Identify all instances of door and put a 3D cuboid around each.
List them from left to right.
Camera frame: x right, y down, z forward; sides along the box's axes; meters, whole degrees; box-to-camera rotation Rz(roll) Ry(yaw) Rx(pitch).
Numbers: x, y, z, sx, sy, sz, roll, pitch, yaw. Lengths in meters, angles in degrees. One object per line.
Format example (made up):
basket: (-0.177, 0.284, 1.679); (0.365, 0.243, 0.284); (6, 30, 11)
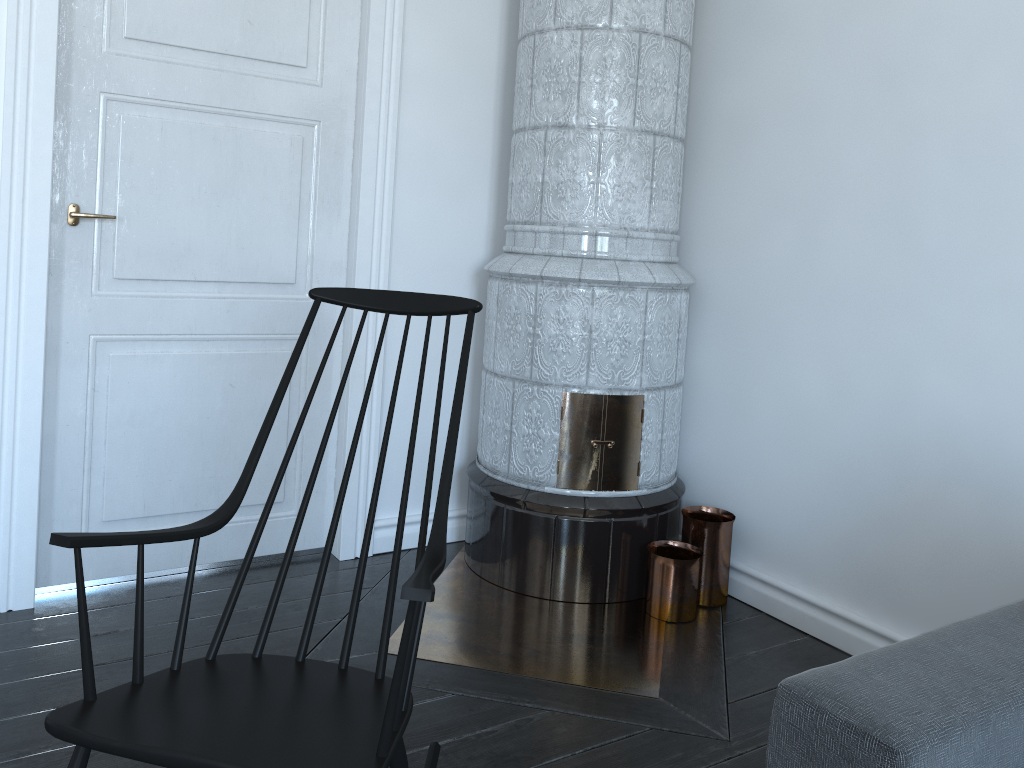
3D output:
door: (-0.929, -0.614, 2.761); (1.168, 2.460, 0.117); (1, 3, -33)

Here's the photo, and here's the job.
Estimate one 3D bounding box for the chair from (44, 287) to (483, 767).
chair: (-0.364, 0.358, 1.530); (0.613, 0.998, 0.912); (5, 6, 12)

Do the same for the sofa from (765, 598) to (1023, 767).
sofa: (1.455, 0.753, 0.653); (1.083, 0.717, 2.400); (-1, 10, -33)

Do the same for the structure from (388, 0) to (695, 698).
structure: (0.244, -0.765, 2.856); (0.779, 2.873, 1.276); (4, 4, 12)

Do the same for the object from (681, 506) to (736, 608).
object: (0.633, 0.564, 2.885); (0.175, 0.279, 0.175); (1, 5, -33)

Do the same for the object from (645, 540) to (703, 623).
object: (0.503, 0.617, 2.755); (0.172, 0.198, 0.176); (-1, 7, -43)
